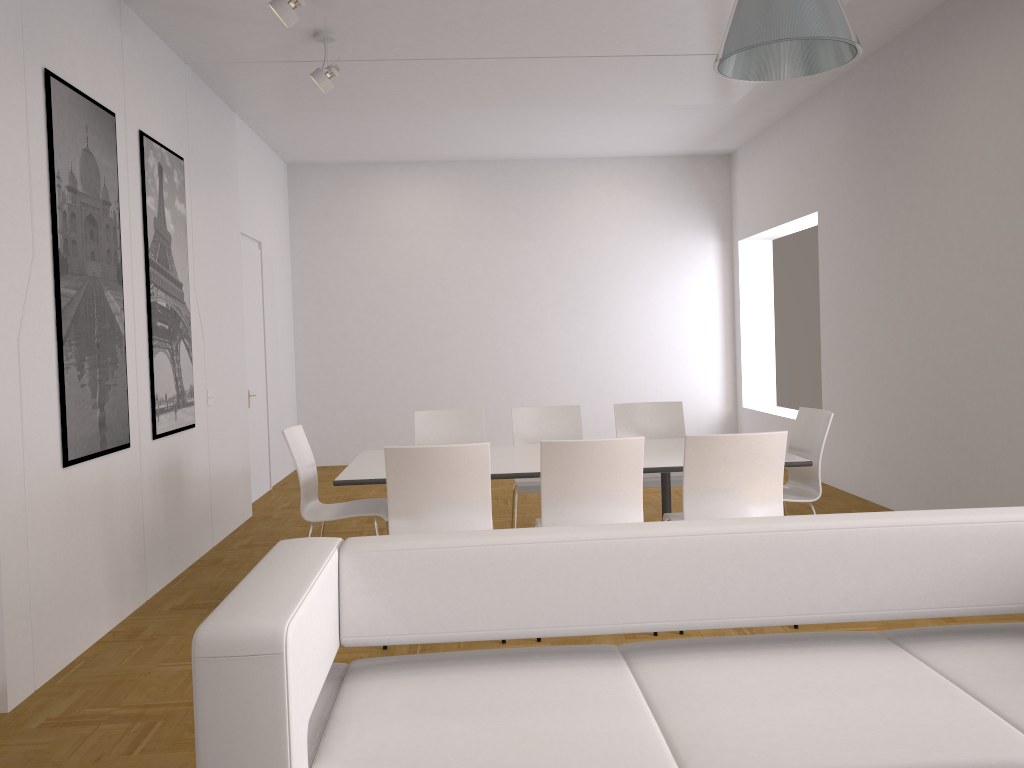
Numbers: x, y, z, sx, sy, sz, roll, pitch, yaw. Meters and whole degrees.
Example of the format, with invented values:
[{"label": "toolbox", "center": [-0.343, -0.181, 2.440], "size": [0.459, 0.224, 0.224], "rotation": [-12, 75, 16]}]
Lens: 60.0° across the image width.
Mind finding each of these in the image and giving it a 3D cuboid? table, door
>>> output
[{"label": "table", "center": [0.301, 0.765, 5.041], "size": [2.411, 0.722, 1.211], "rotation": [-2, 2, -3]}, {"label": "door", "center": [-2.411, -0.166, 8.280], "size": [0.132, 2.451, 0.872], "rotation": [-2, 2, -3]}]

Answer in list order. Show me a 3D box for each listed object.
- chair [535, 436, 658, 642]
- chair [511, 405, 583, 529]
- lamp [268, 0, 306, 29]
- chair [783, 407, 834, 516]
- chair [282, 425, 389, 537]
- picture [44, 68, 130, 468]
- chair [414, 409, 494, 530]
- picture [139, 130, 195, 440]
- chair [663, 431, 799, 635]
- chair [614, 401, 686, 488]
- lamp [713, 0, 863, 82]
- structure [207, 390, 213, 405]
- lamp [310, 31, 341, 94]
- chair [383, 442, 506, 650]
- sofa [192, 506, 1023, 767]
[{"label": "chair", "center": [0.368, 0.699, 4.262], "size": [0.561, 0.930, 0.576], "rotation": [-2, 2, -3]}, {"label": "chair", "center": [0.259, 0.629, 5.815], "size": [0.561, 0.930, 0.576], "rotation": [-2, 2, -3]}, {"label": "lamp", "center": [-1.123, -1.942, 4.375], "size": [0.173, 0.364, 0.167], "rotation": [0, 2, 40]}, {"label": "chair", "center": [1.518, 0.622, 5.083], "size": [0.575, 0.930, 0.561], "rotation": [-2, 2, -3]}, {"label": "chair", "center": [-0.965, 0.703, 4.956], "size": [0.575, 0.930, 0.561], "rotation": [-2, 2, -3]}, {"label": "picture", "center": [-2.055, -0.530, 4.342], "size": [0.013, 1.779, 0.787], "rotation": [-2, 2, -3]}, {"label": "chair", "center": [-0.400, 0.652, 5.781], "size": [0.561, 0.930, 0.576], "rotation": [-2, 2, -3]}, {"label": "picture", "center": [-2.113, -0.583, 5.482], "size": [0.016, 1.779, 0.787], "rotation": [-2, 2, -3]}, {"label": "chair", "center": [1.027, 0.676, 4.295], "size": [0.561, 0.930, 0.576], "rotation": [-2, 2, -3]}, {"label": "chair", "center": [0.959, 0.604, 5.851], "size": [0.561, 0.930, 0.576], "rotation": [-2, 2, -3]}, {"label": "lamp", "center": [0.867, -1.668, 2.856], "size": [0.464, 1.249, 0.465], "rotation": [-2, 2, -4]}, {"label": "structure", "center": [-2.137, 0.096, 6.278], "size": [0.013, 0.104, 0.114], "rotation": [-2, 2, -3]}, {"label": "lamp", "center": [-1.183, -1.996, 5.530], "size": [0.173, 0.364, 0.167], "rotation": [0, 2, 40]}, {"label": "chair", "center": [-0.332, 0.725, 4.226], "size": [0.561, 0.930, 0.576], "rotation": [-2, 2, -3]}, {"label": "sofa", "center": [0.692, 0.818, 2.138], "size": [2.622, 0.848, 0.823], "rotation": [-2, 2, -3]}]
